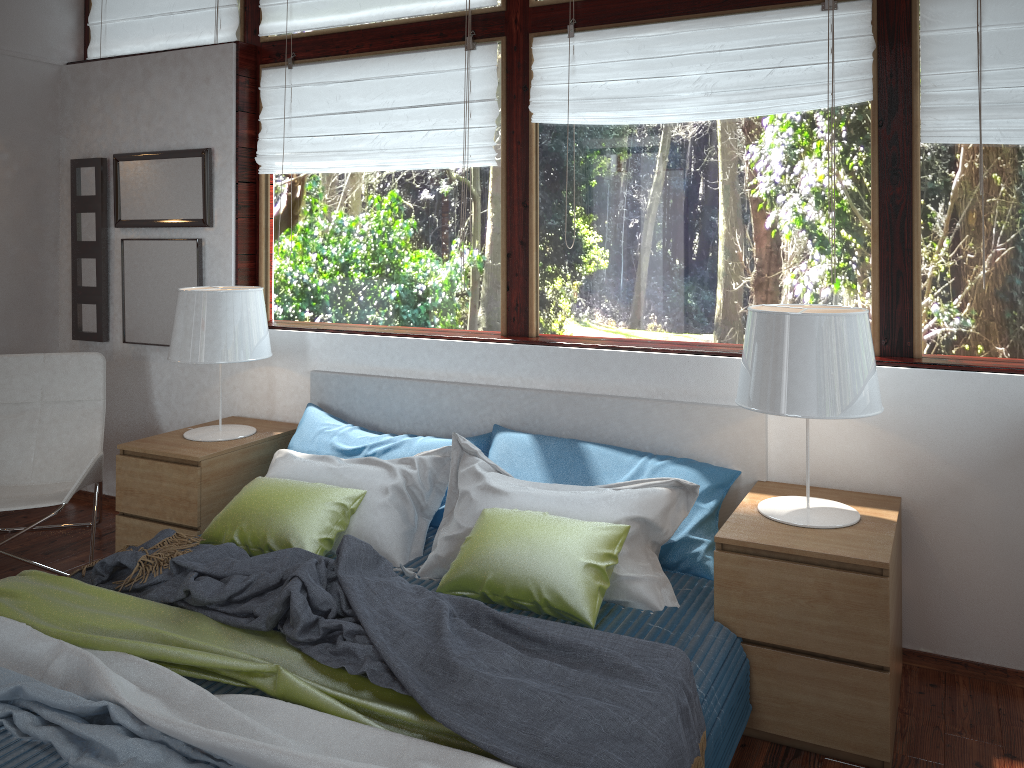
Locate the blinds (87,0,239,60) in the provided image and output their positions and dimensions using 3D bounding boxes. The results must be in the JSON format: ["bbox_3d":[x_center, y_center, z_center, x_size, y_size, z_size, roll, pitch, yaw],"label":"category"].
[{"bbox_3d":[-1.735,-1.914,4.303,1.033,0.563,0.032,4,1,27],"label":"blinds"}]

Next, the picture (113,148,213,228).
[{"bbox_3d":[-1.649,-0.914,4.095,0.627,0.362,0.042,3,1,27],"label":"picture"}]

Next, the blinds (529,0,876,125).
[{"bbox_3d":[1.219,-1.210,2.806,2.567,0.655,0.054,4,1,27],"label":"blinds"}]

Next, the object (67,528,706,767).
[{"bbox_3d":[-0.485,0.611,2.153,2.134,0.404,0.633,7,9,35],"label":"object"}]

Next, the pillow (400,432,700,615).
[{"bbox_3d":[0.120,0.403,2.611,0.853,0.390,0.363,3,5,21],"label":"pillow"}]

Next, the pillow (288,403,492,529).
[{"bbox_3d":[-0.506,0.295,3.283,0.914,0.328,0.350,4,6,24],"label":"pillow"}]

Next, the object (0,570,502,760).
[{"bbox_3d":[-0.629,0.794,1.981,2.108,0.446,0.495,4,6,22],"label":"object"}]

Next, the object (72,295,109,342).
[{"bbox_3d":[-2.084,-0.326,4.306,0.223,0.225,0.040,2,1,27],"label":"object"}]

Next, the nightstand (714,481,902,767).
[{"bbox_3d":[0.861,0.645,2.482,0.428,0.539,0.613,2,5,27],"label":"nightstand"}]

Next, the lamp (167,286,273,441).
[{"bbox_3d":[-1.179,-0.094,3.532,0.406,0.588,0.408,1,3,24],"label":"lamp"}]

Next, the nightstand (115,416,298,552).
[{"bbox_3d":[-1.186,0.474,3.507,0.428,0.539,0.613,2,5,27],"label":"nightstand"}]

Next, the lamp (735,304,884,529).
[{"bbox_3d":[0.852,0.075,2.515,0.406,0.588,0.408,1,3,18],"label":"lamp"}]

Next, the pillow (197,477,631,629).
[{"bbox_3d":[-0.341,0.454,2.635,1.381,0.218,0.314,5,8,26],"label":"pillow"}]

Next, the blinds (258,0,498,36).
[{"bbox_3d":[-0.601,-1.753,3.734,1.244,0.422,0.032,4,1,27],"label":"blinds"}]

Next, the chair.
[{"bbox_3d":[-1.983,0.313,3.539,0.698,0.796,0.806,-1,5,-13],"label":"chair"}]

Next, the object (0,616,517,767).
[{"bbox_3d":[-0.822,0.790,1.673,2.158,0.375,0.541,4,7,22],"label":"object"}]

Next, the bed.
[{"bbox_3d":[-0.506,0.589,2.138,2.144,0.765,2.601,4,10,27],"label":"bed"}]

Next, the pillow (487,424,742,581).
[{"bbox_3d":[0.266,0.365,2.896,0.922,0.317,0.369,4,6,24],"label":"pillow"}]

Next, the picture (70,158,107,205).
[{"bbox_3d":[-2.089,-0.999,4.305,0.223,0.225,0.040,2,1,27],"label":"picture"}]

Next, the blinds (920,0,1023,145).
[{"bbox_3d":[1.820,-0.946,2.502,1.180,0.506,0.053,4,1,27],"label":"blinds"}]

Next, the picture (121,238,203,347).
[{"bbox_3d":[-1.642,-0.429,4.083,0.505,0.505,0.043,2,0,27],"label":"picture"}]

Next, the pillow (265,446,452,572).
[{"bbox_3d":[-0.604,0.379,2.985,0.874,0.358,0.477,3,7,22],"label":"pillow"}]

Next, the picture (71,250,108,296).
[{"bbox_3d":[-2.086,-0.550,4.306,0.223,0.225,0.040,2,1,27],"label":"picture"}]

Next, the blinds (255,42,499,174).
[{"bbox_3d":[-0.608,-1.153,3.717,1.238,0.495,0.054,4,1,27],"label":"blinds"}]

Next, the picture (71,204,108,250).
[{"bbox_3d":[-2.087,-0.774,4.305,0.223,0.225,0.040,2,1,27],"label":"picture"}]
